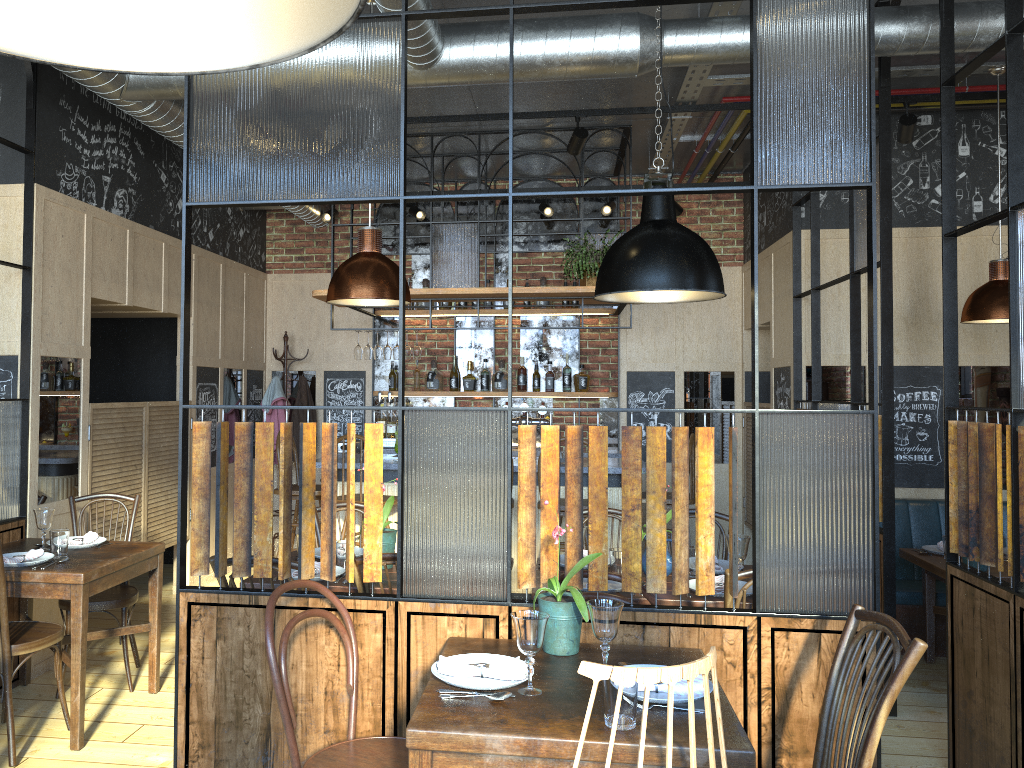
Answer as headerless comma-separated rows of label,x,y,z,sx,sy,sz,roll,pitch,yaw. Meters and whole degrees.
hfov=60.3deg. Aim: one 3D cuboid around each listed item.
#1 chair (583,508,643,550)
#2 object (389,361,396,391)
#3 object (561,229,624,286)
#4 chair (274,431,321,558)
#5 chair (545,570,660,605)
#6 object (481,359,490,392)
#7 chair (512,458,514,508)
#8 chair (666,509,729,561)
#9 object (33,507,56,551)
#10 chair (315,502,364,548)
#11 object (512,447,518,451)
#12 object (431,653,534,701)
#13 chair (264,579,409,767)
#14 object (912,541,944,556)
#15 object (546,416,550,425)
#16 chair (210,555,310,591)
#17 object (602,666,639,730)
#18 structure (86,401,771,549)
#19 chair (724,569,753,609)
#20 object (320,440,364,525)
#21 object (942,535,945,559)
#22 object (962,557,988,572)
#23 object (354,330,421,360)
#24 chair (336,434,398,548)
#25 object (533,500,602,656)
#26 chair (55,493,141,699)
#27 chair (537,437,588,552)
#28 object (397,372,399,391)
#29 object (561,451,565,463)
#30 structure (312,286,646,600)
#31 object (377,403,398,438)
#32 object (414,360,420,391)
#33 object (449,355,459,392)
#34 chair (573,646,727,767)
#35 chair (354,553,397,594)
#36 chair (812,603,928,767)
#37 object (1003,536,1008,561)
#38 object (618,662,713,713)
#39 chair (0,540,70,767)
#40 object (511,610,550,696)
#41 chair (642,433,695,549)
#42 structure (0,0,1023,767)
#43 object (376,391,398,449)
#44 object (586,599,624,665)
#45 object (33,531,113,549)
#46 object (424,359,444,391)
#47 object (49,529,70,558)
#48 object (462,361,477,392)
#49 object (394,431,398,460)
chair,0.427,1.050,3.977,0.410,0.916,0.515,0,-2,5
object,-1.043,-0.068,7.697,0.068,0.264,0.063,-1,-2,28
object,0.631,-0.833,5.947,0.487,0.370,0.621,1,-1,-17
chair,-1.522,0.925,6.481,0.417,1.196,0.430,0,-2,5
chair,0.340,1.043,2.968,0.454,0.921,0.530,-1,-2,23
object,-0.231,-0.075,7.587,0.077,0.284,0.075,0,-2,7
chair,-0.204,0.927,5.791,0.436,1.196,0.411,0,-2,0
chair,0.848,1.052,3.961,0.413,0.916,0.511,0,-2,10
object,-2.180,0.677,4.104,0.102,0.192,0.094,-1,-2,26
chair,-0.741,1.046,4.167,0.394,0.916,0.536,1,-2,-20
object,-0.023,0.549,7.466,0.325,0.019,0.231,0,0,16
object,-0.080,0.745,2.292,0.274,0.051,0.319,0,0,9
chair,-0.403,1.035,2.429,0.572,0.921,0.420,-1,-2,28
object,2.368,0.899,4.805,0.331,0.051,0.264,0,0,10
object,0.103,0.415,7.471,0.498,0.288,0.087,0,-2,9
chair,-0.824,1.039,3.206,0.413,0.916,0.511,0,-2,10
object,0.244,0.709,1.989,0.084,0.119,0.085,0,-1,-4
structure,-0.322,0.627,6.295,4.868,0.995,1.302,0,-1,-17
chair,0.813,1.046,3.082,0.400,0.916,0.528,0,-2,-10
object,-1.461,1.009,7.612,0.417,1.036,0.381,-1,-2,41
object,2.315,0.863,4.643,0.081,0.119,0.087,1,-2,-25
object,2.285,0.707,4.365,0.197,0.427,0.150,1,-2,-15
object,-0.899,-0.280,6.360,0.504,0.208,0.065,0,-2,9
chair,-0.972,0.923,5.877,0.451,1.196,0.397,-1,-2,25
object,0.154,0.561,2.551,0.218,0.427,0.132,-1,-2,40
chair,-2.100,1.042,4.495,0.394,0.916,0.536,1,-2,-20
chair,0.389,0.929,5.700,0.443,1.196,0.404,0,-2,10
object,-0.967,-0.068,7.685,0.065,0.264,0.066,0,-2,-7
object,0.365,0.505,6.146,0.173,0.091,0.093,0,-1,-18
structure,-0.208,0.441,6.789,2.369,2.175,1.718,0,-1,7
object,-1.040,0.315,7.638,0.262,0.303,0.084,0,-2,9
object,-0.823,-0.079,7.655,0.058,0.288,0.053,-2,-3,45
object,-0.500,-0.094,7.621,0.079,0.318,0.082,1,-2,-13
chair,0.191,0.996,1.731,0.519,1.006,0.465,1,-2,-22
chair,-0.363,1.041,3.265,0.413,0.916,0.511,0,-2,10
chair,0.695,1.039,2.215,0.524,0.916,0.403,0,-2,1
object,2.600,0.865,4.623,0.081,0.119,0.087,1,-2,-25
object,0.368,0.747,2.236,0.274,0.051,0.319,0,0,9
chair,-2.111,1.036,3.637,0.413,0.916,0.511,0,-2,10
object,0.045,0.674,2.208,0.094,0.192,0.103,1,-2,-37
chair,1.072,0.935,6.084,0.423,1.196,0.423,0,-2,15
structure,-0.487,-0.147,4.854,5.763,3.328,6.119,0,-1,-10
object,-1.041,0.308,7.624,0.314,0.492,0.202,0,-2,7
object,0.247,0.676,2.333,0.096,0.192,0.101,1,-2,-19
object,-2.101,0.749,4.224,0.331,0.051,0.264,0,0,10
object,-0.677,-0.077,7.631,0.174,0.283,0.119,0,-2,21
object,-2.020,0.712,3.932,0.088,0.119,0.080,-1,-2,37
object,-0.365,-0.066,7.582,0.118,0.265,0.115,0,-2,7
object,-0.806,0.437,6.296,0.068,0.211,0.070,0,-2,-11
